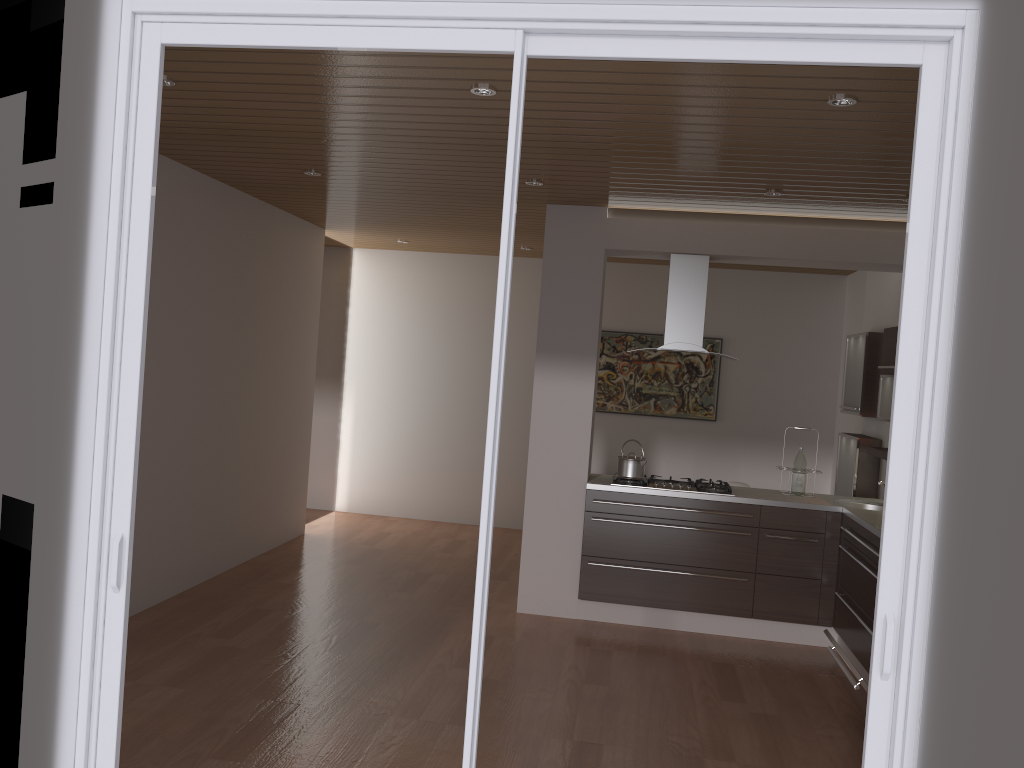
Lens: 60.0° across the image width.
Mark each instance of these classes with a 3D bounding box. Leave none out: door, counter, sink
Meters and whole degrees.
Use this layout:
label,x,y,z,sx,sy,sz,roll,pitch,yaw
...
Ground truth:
label,x,y,z,sx,sy,sz,roll,pitch,yaw
door,-0.059,0.230,2.437,2.300,2.700,0.101,4,1,8
counter,1.491,0.744,5.225,2.150,0.036,1.850,4,1,8
sink,2.293,0.793,5.686,0.450,0.347,0.494,5,1,14

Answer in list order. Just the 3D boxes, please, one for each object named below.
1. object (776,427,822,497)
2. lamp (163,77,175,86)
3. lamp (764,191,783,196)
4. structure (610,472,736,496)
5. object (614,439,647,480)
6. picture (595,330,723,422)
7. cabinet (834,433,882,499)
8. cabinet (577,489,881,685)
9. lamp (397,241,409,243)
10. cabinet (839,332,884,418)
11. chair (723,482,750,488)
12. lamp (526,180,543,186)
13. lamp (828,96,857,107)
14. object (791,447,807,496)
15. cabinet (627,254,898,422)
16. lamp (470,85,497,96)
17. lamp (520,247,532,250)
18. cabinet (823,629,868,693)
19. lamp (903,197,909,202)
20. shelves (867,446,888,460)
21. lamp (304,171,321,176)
label,x,y,z,sx,sy,sz,roll,pitch,yaw
object,1.931,0.516,5.956,0.291,0.453,0.210,4,1,13
lamp,-1.443,-1.271,3.658,0.102,0.055,0.102,4,1,-9
lamp,1.465,-1.087,4.958,0.102,0.055,0.102,4,1,-20
structure,1.066,0.657,5.924,0.797,0.047,0.494,4,1,8
object,0.789,0.490,5.844,0.221,0.251,0.221,4,1,1
picture,1.366,-0.086,8.620,1.277,0.801,0.018,4,1,8
cabinet,2.523,0.680,6.540,0.194,0.600,0.598,4,1,8
cabinet,1.458,1.196,5.235,2.150,0.870,1.850,4,1,8
lamp,-1.011,-1.343,8.240,0.102,0.055,0.102,4,1,-9
cabinet,2.516,-0.073,6.513,0.172,0.600,0.619,4,1,-6
chair,1.491,1.174,6.811,0.608,0.847,0.491,4,1,-22
lamp,0.132,-1.190,5.149,0.102,0.055,0.102,4,1,-9
lamp,1.223,-1.067,3.277,0.102,0.055,0.102,4,1,-9
object,1.915,0.580,5.905,0.091,0.319,0.091,5,2,43
cabinet,1.674,-0.322,5.240,2.058,1.032,1.399,4,1,12
lamp,-0.110,-1.169,3.467,0.102,0.055,0.102,4,1,-9
lamp,0.129,-1.256,8.077,0.102,0.055,0.102,4,1,-9
cabinet,1.775,0.623,3.238,1.047,1.948,1.796,4,1,8
lamp,2.200,-1.031,4.853,0.102,0.055,0.102,5,2,36
shelves,2.436,0.470,5.086,0.313,0.050,1.850,4,1,8
lamp,-1.201,-1.292,5.340,0.102,0.055,0.102,4,1,-20
